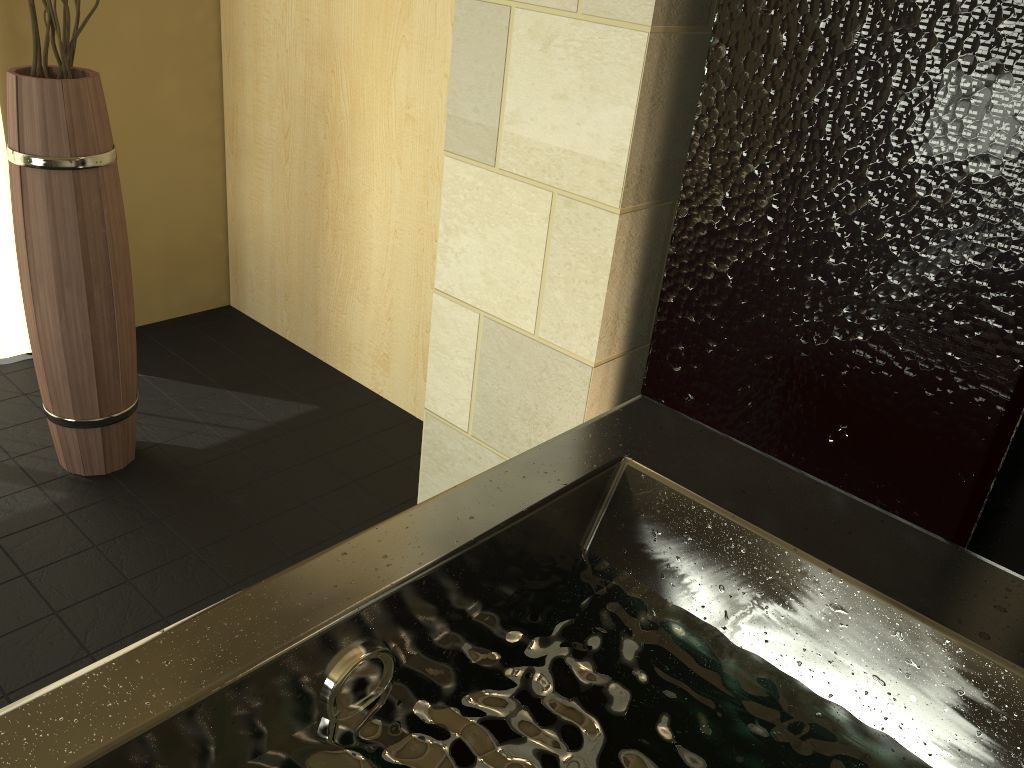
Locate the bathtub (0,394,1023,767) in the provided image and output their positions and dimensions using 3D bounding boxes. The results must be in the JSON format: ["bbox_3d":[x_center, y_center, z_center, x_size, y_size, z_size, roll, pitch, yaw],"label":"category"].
[{"bbox_3d":[-0.145,0.618,0.353,1.071,1.155,2.138,27,33,34],"label":"bathtub"}]

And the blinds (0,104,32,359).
[{"bbox_3d":[-1.904,-1.020,1.636,0.064,2.565,1.949,26,33,34],"label":"blinds"}]

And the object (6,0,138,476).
[{"bbox_3d":[-1.040,-0.798,1.901,0.468,2.167,0.465,7,27,0],"label":"object"}]

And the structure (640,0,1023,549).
[{"bbox_3d":[0.517,-0.172,1.412,0.643,2.055,0.094,27,33,35],"label":"structure"}]
